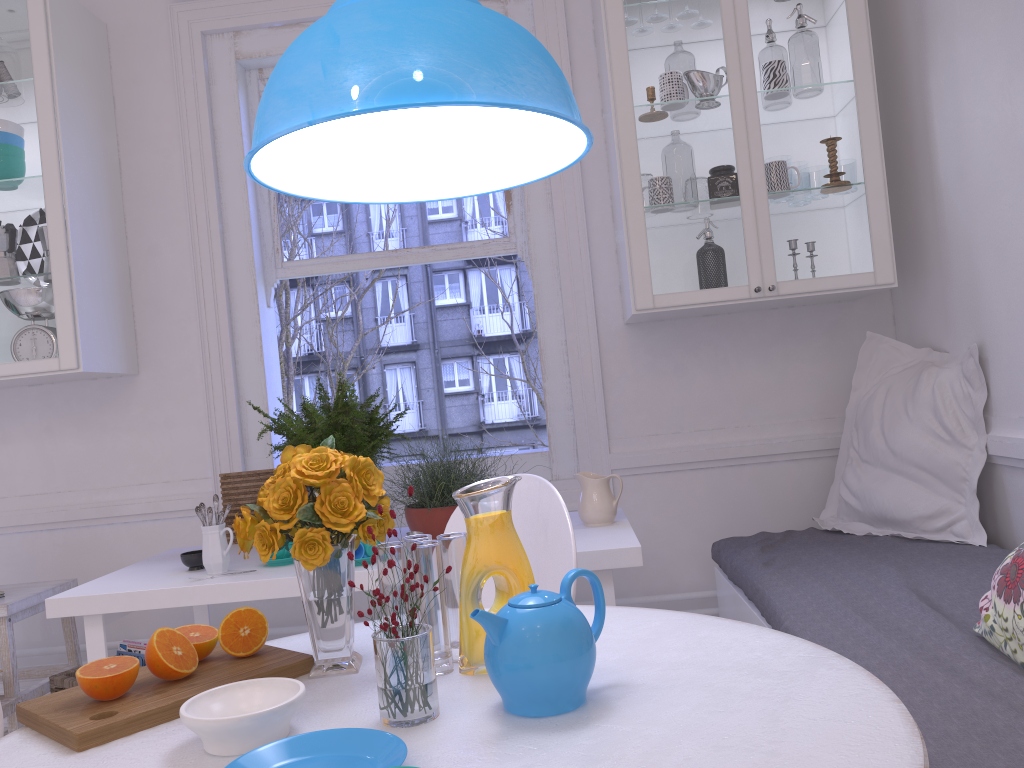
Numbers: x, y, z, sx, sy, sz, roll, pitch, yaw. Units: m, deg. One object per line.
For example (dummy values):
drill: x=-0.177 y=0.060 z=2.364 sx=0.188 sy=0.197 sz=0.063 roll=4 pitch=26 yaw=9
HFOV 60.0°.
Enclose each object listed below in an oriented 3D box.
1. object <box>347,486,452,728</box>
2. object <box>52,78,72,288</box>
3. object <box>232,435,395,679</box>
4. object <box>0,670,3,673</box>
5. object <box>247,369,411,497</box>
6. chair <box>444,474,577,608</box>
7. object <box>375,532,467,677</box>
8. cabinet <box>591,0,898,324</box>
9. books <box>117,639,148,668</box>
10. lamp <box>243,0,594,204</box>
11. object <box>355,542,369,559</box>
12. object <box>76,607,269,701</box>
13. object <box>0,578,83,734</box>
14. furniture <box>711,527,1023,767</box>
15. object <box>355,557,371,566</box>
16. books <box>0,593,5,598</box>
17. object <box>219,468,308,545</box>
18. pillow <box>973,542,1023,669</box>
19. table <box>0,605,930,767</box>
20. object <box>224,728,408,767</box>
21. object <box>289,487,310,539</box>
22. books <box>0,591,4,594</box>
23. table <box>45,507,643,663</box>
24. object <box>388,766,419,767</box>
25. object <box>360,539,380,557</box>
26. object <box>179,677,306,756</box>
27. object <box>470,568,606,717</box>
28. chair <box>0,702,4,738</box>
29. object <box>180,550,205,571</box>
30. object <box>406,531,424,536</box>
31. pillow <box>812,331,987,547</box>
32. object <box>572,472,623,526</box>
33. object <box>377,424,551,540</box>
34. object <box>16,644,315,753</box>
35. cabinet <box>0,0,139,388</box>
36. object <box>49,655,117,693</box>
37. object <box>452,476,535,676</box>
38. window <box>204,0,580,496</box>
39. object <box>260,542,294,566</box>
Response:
object: x=-0.134 y=0.269 z=1.091 sx=0.128 sy=0.287 sz=0.128 roll=-6 pitch=-1 yaw=5
object: x=-1.867 y=-0.650 z=3.130 sx=0.811 sy=0.651 sz=0.376 roll=-6 pitch=-1 yaw=3
object: x=-0.283 y=0.255 z=1.328 sx=0.234 sy=0.351 sz=0.235 roll=-5 pitch=-1 yaw=-32
object: x=-1.707 y=0.917 z=2.605 sx=0.358 sy=0.110 sz=0.211 roll=-6 pitch=-1 yaw=6
object: x=-0.543 y=0.225 z=2.709 sx=0.438 sy=0.527 sz=0.368 roll=-6 pitch=-1 yaw=3
chair: x=-0.112 y=0.631 z=1.771 sx=0.483 sy=0.845 sz=0.604 roll=-5 pitch=-1 yaw=-41
object: x=-0.125 y=0.322 z=1.309 sx=0.101 sy=0.186 sz=0.122 roll=-6 pitch=-1 yaw=33
cabinet: x=0.734 y=-0.911 z=2.960 sx=0.823 sy=1.311 sz=0.425 roll=-6 pitch=-1 yaw=3
books: x=-1.280 y=1.019 z=2.887 sx=0.221 sy=0.306 sz=0.205 roll=-6 pitch=-1 yaw=37
lamp: x=-0.245 y=-1.333 z=1.483 sx=0.568 sy=1.948 sz=0.568 roll=-6 pitch=-1 yaw=37
object: x=-0.415 y=0.434 z=2.319 sx=0.069 sy=0.058 sz=0.080 roll=-5 pitch=-1 yaw=-24
object: x=-0.507 y=0.393 z=1.314 sx=0.129 sy=0.075 sz=0.285 roll=-6 pitch=-1 yaw=39
object: x=-1.706 y=0.961 z=2.812 sx=0.418 sy=0.534 sz=0.599 roll=-6 pitch=-1 yaw=3
furniture: x=0.924 y=0.688 z=1.303 sx=0.769 sy=0.508 sz=3.296 roll=-6 pitch=-1 yaw=3
object: x=-0.397 y=0.458 z=2.321 sx=0.121 sy=0.021 sz=0.121 roll=-7 pitch=-1 yaw=44
books: x=-1.786 y=0.695 z=2.851 sx=0.246 sy=0.011 sz=0.180 roll=-6 pitch=-1 yaw=33
object: x=-0.814 y=0.403 z=2.946 sx=0.294 sy=0.237 sz=0.028 roll=-6 pitch=-1 yaw=3
pillow: x=1.033 y=0.242 z=1.333 sx=0.509 sy=0.447 sz=0.592 roll=-6 pitch=-1 yaw=8
table: x=-0.090 y=0.724 z=1.072 sx=1.140 sy=0.629 sz=1.140 roll=-6 pitch=-1 yaw=32
object: x=-0.205 y=0.405 z=0.919 sx=0.196 sy=0.023 sz=0.196 roll=-6 pitch=-1 yaw=-9
object: x=-0.664 y=0.400 z=2.831 sx=0.159 sy=0.208 sz=0.185 roll=-6 pitch=-1 yaw=3
books: x=-1.787 y=0.686 z=2.851 sx=0.246 sy=0.007 sz=0.180 roll=-6 pitch=-1 yaw=33
table: x=-0.384 y=0.783 z=2.571 sx=1.514 sy=0.619 sz=0.736 roll=-6 pitch=-1 yaw=3
object: x=-0.108 y=0.379 z=0.786 sx=0.088 sy=0.043 sz=0.088 roll=-6 pitch=-1 yaw=11
object: x=-0.379 y=0.424 z=2.330 sx=0.069 sy=0.059 sz=0.082 roll=-5 pitch=-1 yaw=-19
object: x=-0.323 y=0.405 z=1.076 sx=0.147 sy=0.052 sz=0.147 roll=-5 pitch=-1 yaw=-44
object: x=0.040 y=0.319 z=1.108 sx=0.156 sy=0.151 sz=0.150 roll=-6 pitch=-1 yaw=7
chair: x=-0.551 y=0.662 z=1.003 sx=0.483 sy=0.845 sz=0.604 roll=-6 pitch=-1 yaw=3
object: x=-0.887 y=0.496 z=2.490 sx=0.079 sy=0.048 sz=0.082 roll=-5 pitch=-1 yaw=-37
object: x=-0.242 y=0.419 z=2.314 sx=0.066 sy=0.067 sz=0.052 roll=-6 pitch=-1 yaw=4
pillow: x=1.216 y=0.141 z=2.757 sx=0.374 sy=0.642 sz=0.677 roll=-5 pitch=-1 yaw=-26
object: x=0.252 y=0.333 z=2.597 sx=0.127 sy=0.152 sz=0.115 roll=-5 pitch=-1 yaw=-14
object: x=-0.184 y=0.286 z=2.591 sx=0.668 sy=0.367 sz=0.531 roll=-6 pitch=-1 yaw=28
object: x=-0.495 y=0.440 z=1.289 sx=0.224 sy=0.024 sz=0.347 roll=-7 pitch=-1 yaw=43
cabinet: x=-1.868 y=-0.650 z=3.109 sx=0.823 sy=1.311 sz=0.425 roll=-6 pitch=-1 yaw=3
object: x=-1.285 y=1.054 z=2.876 sx=0.276 sy=0.270 sz=0.276 roll=-6 pitch=-1 yaw=37
object: x=-0.025 y=0.271 z=1.278 sx=0.094 sy=0.267 sz=0.116 roll=-6 pitch=-1 yaw=30
window: x=-0.446 y=-0.482 z=3.363 sx=1.234 sy=1.782 sz=0.181 roll=-6 pitch=-1 yaw=3
object: x=-0.633 y=0.466 z=2.444 sx=0.121 sy=0.055 sz=0.121 roll=-7 pitch=-1 yaw=44
